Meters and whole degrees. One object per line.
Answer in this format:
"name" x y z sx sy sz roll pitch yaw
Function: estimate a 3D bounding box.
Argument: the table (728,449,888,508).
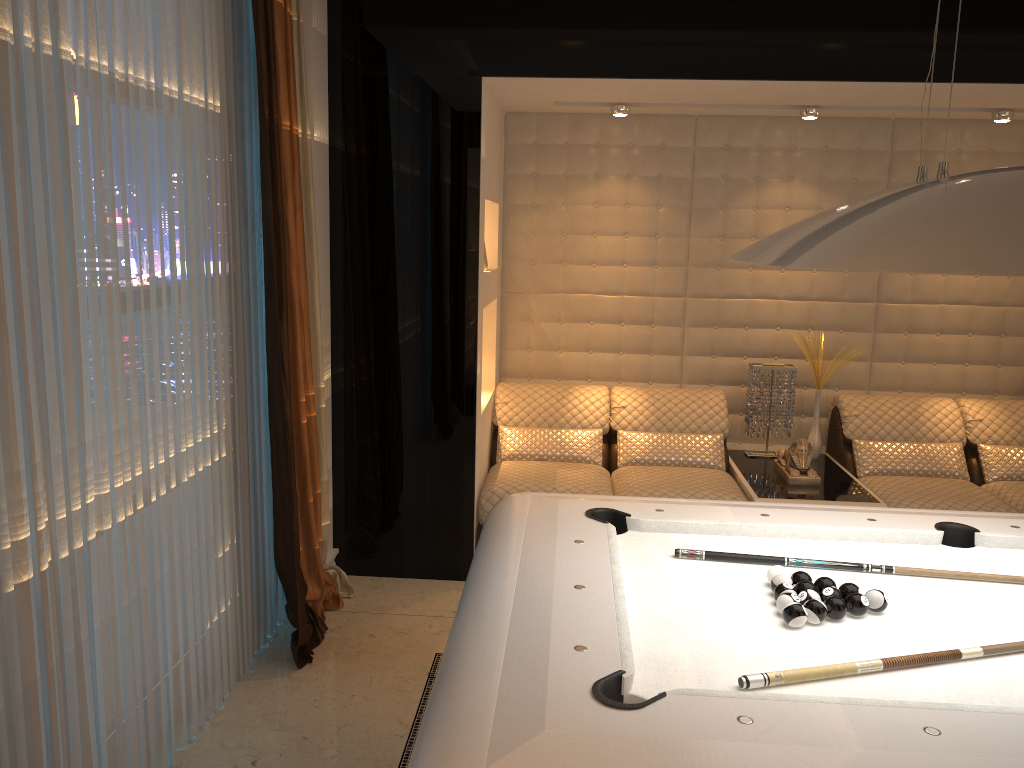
"table" 1.468 0.691 4.669 0.608 0.457 1.143 2 10 4

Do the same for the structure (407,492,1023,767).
"structure" 1.290 0.926 2.191 2.912 0.812 1.659 2 10 4

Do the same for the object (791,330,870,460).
"object" 1.722 0.074 4.864 0.390 0.718 0.388 1 10 -5

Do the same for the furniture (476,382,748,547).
"furniture" 0.522 0.480 4.705 1.312 0.810 1.107 2 10 4

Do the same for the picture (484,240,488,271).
"picture" -0.178 -0.727 4.693 0.094 0.262 0.211 2 10 3

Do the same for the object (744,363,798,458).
"object" 1.438 0.146 4.949 0.247 0.522 0.124 2 10 4

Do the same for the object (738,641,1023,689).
"object" 1.229 0.578 1.995 1.605 0.026 0.028 -1 10 -16

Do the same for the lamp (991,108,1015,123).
"lamp" 2.486 -1.387 4.485 0.107 0.127 0.107 -1 10 -15

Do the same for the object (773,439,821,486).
"object" 1.466 0.371 4.553 0.155 0.217 0.344 2 10 4

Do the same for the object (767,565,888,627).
"object" 0.734 0.516 2.205 0.299 0.057 0.265 -2 10 -21

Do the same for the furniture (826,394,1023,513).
"furniture" 2.424 0.548 4.581 1.312 0.810 1.107 2 10 4

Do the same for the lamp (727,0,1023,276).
"lamp" 1.329 -0.745 1.923 1.578 0.995 0.939 2 10 4

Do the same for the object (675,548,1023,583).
"object" 1.250 0.514 2.372 1.605 0.026 0.028 3 10 9

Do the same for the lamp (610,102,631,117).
"lamp" 0.565 -1.456 4.610 0.107 0.127 0.107 -1 10 -15

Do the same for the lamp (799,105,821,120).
"lamp" 1.531 -1.421 4.547 0.107 0.127 0.107 -1 10 -15
